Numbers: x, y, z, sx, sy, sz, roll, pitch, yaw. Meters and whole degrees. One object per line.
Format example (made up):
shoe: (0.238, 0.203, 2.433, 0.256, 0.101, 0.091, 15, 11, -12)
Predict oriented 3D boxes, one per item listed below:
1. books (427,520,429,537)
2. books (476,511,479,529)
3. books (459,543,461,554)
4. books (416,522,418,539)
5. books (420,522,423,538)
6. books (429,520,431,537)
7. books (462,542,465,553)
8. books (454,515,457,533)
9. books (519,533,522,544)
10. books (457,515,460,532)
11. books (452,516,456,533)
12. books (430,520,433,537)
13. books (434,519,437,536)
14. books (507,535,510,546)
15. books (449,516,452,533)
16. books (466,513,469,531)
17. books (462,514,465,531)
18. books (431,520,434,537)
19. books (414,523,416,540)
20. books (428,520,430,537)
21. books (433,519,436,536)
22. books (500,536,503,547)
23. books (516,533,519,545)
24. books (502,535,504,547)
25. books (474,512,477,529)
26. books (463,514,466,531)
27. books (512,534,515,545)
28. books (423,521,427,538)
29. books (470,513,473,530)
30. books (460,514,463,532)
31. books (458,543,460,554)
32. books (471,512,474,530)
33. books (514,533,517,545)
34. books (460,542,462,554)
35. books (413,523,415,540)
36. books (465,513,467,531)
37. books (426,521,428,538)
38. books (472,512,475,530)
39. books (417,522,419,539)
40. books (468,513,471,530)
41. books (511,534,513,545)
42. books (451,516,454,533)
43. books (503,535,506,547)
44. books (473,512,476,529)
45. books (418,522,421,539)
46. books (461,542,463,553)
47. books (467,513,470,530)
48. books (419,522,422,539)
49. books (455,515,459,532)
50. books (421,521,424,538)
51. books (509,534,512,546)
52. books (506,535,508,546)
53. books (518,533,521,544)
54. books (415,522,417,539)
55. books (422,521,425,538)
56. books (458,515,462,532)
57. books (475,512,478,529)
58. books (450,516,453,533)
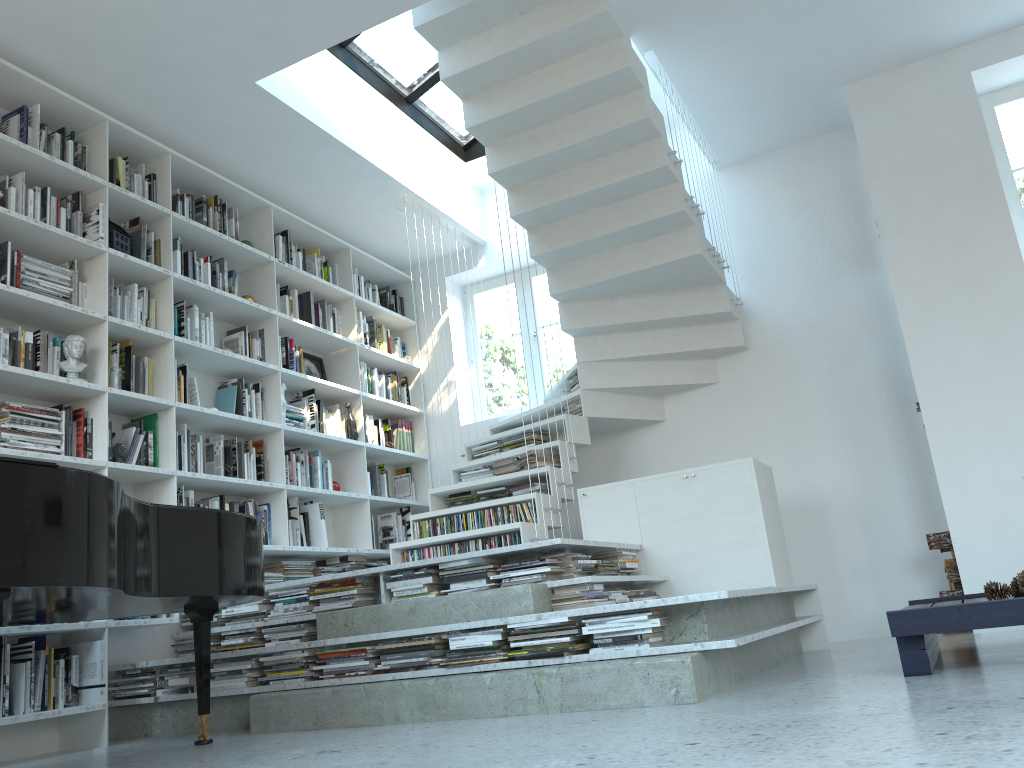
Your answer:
books: (-0.461, 0.868, 5.220, 0.007, 0.125, 0.125, -13, -16, 24)
books: (-0.165, 0.796, 5.082, 0.008, 0.125, 0.125, -13, -16, 24)
books: (-0.255, 0.946, 4.929, 0.008, 0.125, 0.125, -13, -16, 24)
books: (-0.527, 0.884, 5.251, 0.008, 0.125, 0.125, -13, -16, 24)
books: (-0.501, 0.878, 5.238, 0.007, 0.125, 0.125, -13, -16, 24)
books: (-0.448, 0.865, 5.214, 0.007, 0.125, 0.125, -13, -16, 24)
books: (-0.236, 0.941, 4.920, 0.008, 0.125, 0.125, -13, -16, 24)
books: (-0.296, 0.828, 5.143, 0.012, 0.125, 0.125, -13, -16, 24)
books: (0.077, 0.865, 4.775, 0.009, 0.125, 0.125, -13, -16, 24)
books: (-0.279, 0.824, 5.135, 0.009, 0.125, 0.125, -13, -16, 24)
books: (-0.305, 0.830, 5.147, 0.008, 0.125, 0.125, -13, -16, 24)
books: (-0.441, 0.863, 5.211, 0.008, 0.125, 0.125, -13, -16, 24)
books: (-0.416, 0.857, 5.199, 0.010, 0.125, 0.125, -13, -16, 24)
books: (0.010, 0.881, 4.806, 0.010, 0.125, 0.125, -13, -16, 24)
books: (-0.324, 0.835, 5.156, 0.007, 0.125, 0.125, -13, -16, 24)
books: (-0.227, 0.811, 5.111, 0.007, 0.125, 0.125, -13, -16, 24)
books: (-0.252, 0.817, 5.123, 0.014, 0.125, 0.125, -13, -16, 24)
books: (-0.434, 0.862, 5.208, 0.008, 0.125, 0.125, -13, -16, 24)
books: (-0.541, 0.888, 5.257, 0.008, 0.125, 0.125, -13, -16, 24)
books: (-0.455, 0.867, 5.217, 0.007, 0.125, 0.125, -13, -16, 24)
books: (-0.426, 0.860, 5.204, 0.010, 0.125, 0.125, -13, -16, 24)
books: (-0.027, 0.890, 4.823, 0.009, 0.125, 0.125, -13, -16, 24)
books: (0.057, 0.870, 4.784, 0.016, 0.125, 0.125, -13, -16, 24)
books: (-0.018, 0.888, 4.819, 0.007, 0.125, 0.125, -13, -16, 24)
books: (-0.179, 0.799, 5.089, 0.008, 0.125, 0.125, -13, -16, 24)
books: (-0.241, 0.815, 5.118, 0.010, 0.125, 0.125, -13, -16, 24)
books: (0.038, 0.874, 4.793, 0.011, 0.125, 0.125, -13, -16, 24)
books: (-0.478, 0.873, 5.228, 0.012, 0.125, 0.125, -13, -16, 24)
books: (-0.205, 0.806, 5.101, 0.008, 0.125, 0.125, -13, -16, 24)
books: (-0.262, 0.820, 5.127, 0.010, 0.125, 0.125, -13, -16, 24)
books: (-0.263, 0.948, 4.933, 0.008, 0.125, 0.125, -13, -16, 24)
books: (-0.198, 0.804, 5.097, 0.008, 0.125, 0.125, -13, -16, 24)
books: (0.047, 0.872, 4.789, 0.009, 0.125, 0.125, -13, -16, 24)
books: (-0.249, 0.944, 4.926, 0.008, 0.125, 0.125, -13, -16, 24)
books: (-0.549, 0.890, 5.261, 0.008, 0.125, 0.125, -13, -16, 24)
books: (-0.234, 0.813, 5.114, 0.007, 0.125, 0.125, -13, -16, 24)
books: (-0.469, 0.870, 5.223, 0.008, 0.125, 0.125, -13, -16, 24)
books: (-0.191, 0.802, 5.095, 0.008, 0.125, 0.125, -13, -16, 24)
books: (-0.521, 0.883, 5.248, 0.007, 0.125, 0.125, -13, -16, 24)
books: (-0.213, 0.808, 5.105, 0.010, 0.125, 0.125, -13, -16, 24)
books: (0.029, 0.876, 4.797, 0.009, 0.125, 0.125, -13, -16, 24)
books: (-0.311, 0.832, 5.150, 0.008, 0.125, 0.125, -13, -16, 24)
books: (-0.010, 0.886, 4.815, 0.010, 0.125, 0.125, -13, -16, 24)
books: (-0.185, 0.801, 5.092, 0.008, 0.125, 0.125, -13, -16, 24)
books: (-0.514, 0.881, 5.245, 0.008, 0.125, 0.125, -13, -16, 24)
books: (-0.243, 0.943, 4.923, 0.008, 0.125, 0.125, -13, -16, 24)
books: (-0.220, 0.809, 5.108, 0.007, 0.125, 0.125, -13, -16, 24)
books: (-0.508, 0.880, 5.242, 0.009, 0.125, 0.125, -13, -16, 24)
books: (-0.286, 0.825, 5.138, 0.010, 0.125, 0.125, -13, -16, 24)
books: (-0.494, 0.876, 5.235, 0.008, 0.125, 0.125, -13, -16, 24)
books: (0.021, 0.878, 4.801, 0.013, 0.125, 0.125, -13, -16, 24)
books: (0.000, 0.883, 4.810, 0.014, 0.125, 0.125, -13, -16, 24)
books: (0.070, 0.866, 4.778, 0.013, 0.125, 0.125, -13, -16, 24)
books: (-0.535, 0.886, 5.254, 0.009, 0.125, 0.125, -13, -16, 24)
books: (-0.486, 0.874, 5.232, 0.010, 0.125, 0.125, -13, -16, 24)
books: (-0.270, 0.822, 5.131, 0.007, 0.125, 0.125, -13, -16, 24)
books: (-0.171, 0.797, 5.085, 0.007, 0.125, 0.125, -13, -16, 24)
books: (-0.317, 0.833, 5.153, 0.008, 0.125, 0.125, -13, -16, 24)
